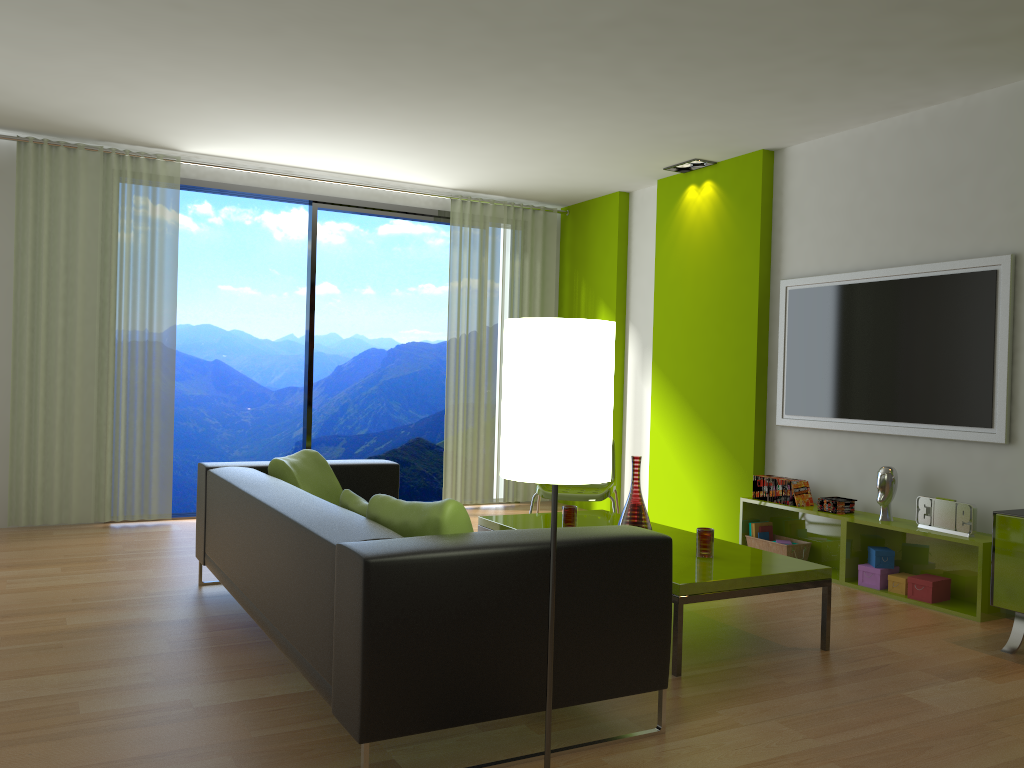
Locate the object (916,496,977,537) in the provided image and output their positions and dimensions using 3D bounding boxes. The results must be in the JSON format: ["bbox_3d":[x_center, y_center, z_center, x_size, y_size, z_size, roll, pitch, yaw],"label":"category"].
[{"bbox_3d":[2.199,0.669,4.498,0.047,0.176,0.340,1,0,-24],"label":"object"}]

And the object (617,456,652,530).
[{"bbox_3d":[0.582,0.540,4.184,0.168,0.400,0.168,1,1,-43],"label":"object"}]

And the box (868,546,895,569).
[{"bbox_3d":[2.009,0.944,4.827,0.102,0.093,0.138,2,0,6],"label":"box"}]

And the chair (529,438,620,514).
[{"bbox_3d":[0.403,0.693,5.602,0.640,0.759,0.546,2,0,10],"label":"chair"}]

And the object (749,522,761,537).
[{"bbox_3d":[1.572,0.977,5.623,0.158,0.200,0.040,1,0,-29],"label":"object"}]

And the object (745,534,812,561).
[{"bbox_3d":[1.644,1.023,5.484,0.213,0.129,0.367,1,0,-29],"label":"object"}]

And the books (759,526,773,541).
[{"bbox_3d":[1.604,0.987,5.587,0.105,0.182,0.031,1,0,-29],"label":"books"}]

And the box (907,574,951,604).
[{"bbox_3d":[2.145,1.054,4.560,0.202,0.116,0.135,1,0,-34],"label":"box"}]

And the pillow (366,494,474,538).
[{"bbox_3d":[-0.282,0.549,2.881,0.210,0.403,0.457,1,1,-43],"label":"pillow"}]

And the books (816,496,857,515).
[{"bbox_3d":[1.867,0.698,5.108,0.164,0.078,0.172,1,0,-30],"label":"books"}]

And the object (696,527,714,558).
[{"bbox_3d":[0.839,0.691,3.855,0.075,0.122,0.076,2,0,27],"label":"object"}]

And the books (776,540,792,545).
[{"bbox_3d":[1.669,0.971,5.442,0.087,0.008,0.110,2,0,11],"label":"books"}]

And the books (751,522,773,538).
[{"bbox_3d":[1.584,0.976,5.601,0.158,0.202,0.051,1,0,-29],"label":"books"}]

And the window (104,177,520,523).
[{"bbox_3d":[-1.412,-0.220,7.098,3.336,2.498,0.219,1,0,-29],"label":"window"}]

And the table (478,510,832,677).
[{"bbox_3d":[0.570,0.913,4.235,0.810,0.349,1.682,1,0,-29],"label":"table"}]

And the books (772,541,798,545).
[{"bbox_3d":[1.679,0.988,5.428,0.143,0.025,0.182,1,0,-29],"label":"books"}]

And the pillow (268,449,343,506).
[{"bbox_3d":[-1.028,0.514,4.366,0.269,0.362,0.399,2,0,20],"label":"pillow"}]

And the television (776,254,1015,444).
[{"bbox_3d":[2.094,-0.187,5.053,0.028,0.941,1.537,1,0,-29],"label":"television"}]

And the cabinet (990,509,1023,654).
[{"bbox_3d":[3.077,0.883,2.455,0.547,0.593,3.384,1,0,-29],"label":"cabinet"}]

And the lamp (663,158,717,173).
[{"bbox_3d":[1.257,-1.601,6.271,0.192,0.131,0.352,1,0,-29],"label":"lamp"}]

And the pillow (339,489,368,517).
[{"bbox_3d":[-0.482,0.556,3.220,0.380,0.317,0.164,2,1,45],"label":"pillow"}]

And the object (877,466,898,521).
[{"bbox_3d":[2.046,0.600,4.840,0.107,0.305,0.107,2,0,28],"label":"object"}]

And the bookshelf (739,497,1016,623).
[{"bbox_3d":[1.970,0.929,4.992,0.306,0.378,1.630,1,0,-29],"label":"bookshelf"}]

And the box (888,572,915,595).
[{"bbox_3d":[2.081,1.063,4.705,0.169,0.093,0.102,1,0,-34],"label":"box"}]

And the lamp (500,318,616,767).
[{"bbox_3d":[0.106,0.464,2.247,0.302,1.244,0.295,1,0,-29],"label":"lamp"}]

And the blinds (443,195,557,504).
[{"bbox_3d":[-0.099,-0.269,7.558,1.012,2.568,0.067,1,0,-29],"label":"blinds"}]

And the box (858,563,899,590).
[{"bbox_3d":[1.997,1.048,4.832,0.202,0.116,0.135,1,0,-34],"label":"box"}]

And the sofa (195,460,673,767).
[{"bbox_3d":[-0.534,0.743,3.649,1.061,0.639,2.583,1,0,-29],"label":"sofa"}]

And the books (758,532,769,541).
[{"bbox_3d":[1.578,1.004,5.558,0.086,0.148,0.025,1,0,-29],"label":"books"}]

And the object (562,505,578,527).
[{"bbox_3d":[0.288,0.672,4.426,0.076,0.122,0.075,2,0,6],"label":"object"}]

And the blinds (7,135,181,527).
[{"bbox_3d":[-2.837,-0.336,6.063,1.012,2.568,0.067,1,0,-29],"label":"blinds"}]

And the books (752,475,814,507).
[{"bbox_3d":[1.672,0.657,5.466,0.147,0.150,0.370,1,0,-29],"label":"books"}]
